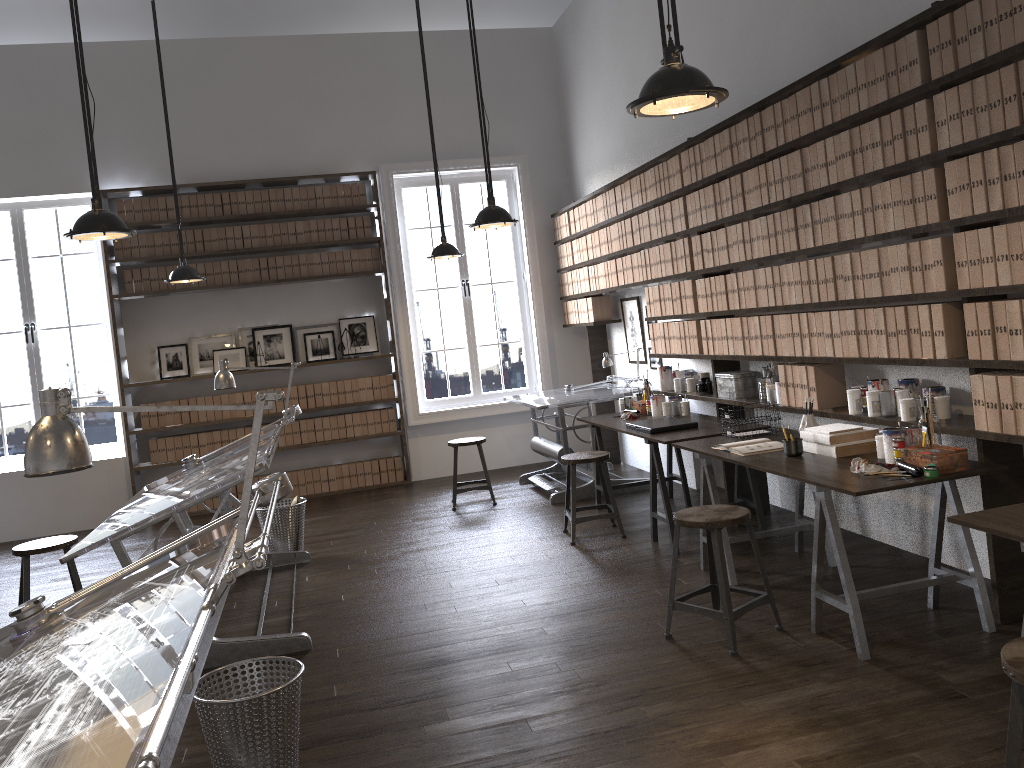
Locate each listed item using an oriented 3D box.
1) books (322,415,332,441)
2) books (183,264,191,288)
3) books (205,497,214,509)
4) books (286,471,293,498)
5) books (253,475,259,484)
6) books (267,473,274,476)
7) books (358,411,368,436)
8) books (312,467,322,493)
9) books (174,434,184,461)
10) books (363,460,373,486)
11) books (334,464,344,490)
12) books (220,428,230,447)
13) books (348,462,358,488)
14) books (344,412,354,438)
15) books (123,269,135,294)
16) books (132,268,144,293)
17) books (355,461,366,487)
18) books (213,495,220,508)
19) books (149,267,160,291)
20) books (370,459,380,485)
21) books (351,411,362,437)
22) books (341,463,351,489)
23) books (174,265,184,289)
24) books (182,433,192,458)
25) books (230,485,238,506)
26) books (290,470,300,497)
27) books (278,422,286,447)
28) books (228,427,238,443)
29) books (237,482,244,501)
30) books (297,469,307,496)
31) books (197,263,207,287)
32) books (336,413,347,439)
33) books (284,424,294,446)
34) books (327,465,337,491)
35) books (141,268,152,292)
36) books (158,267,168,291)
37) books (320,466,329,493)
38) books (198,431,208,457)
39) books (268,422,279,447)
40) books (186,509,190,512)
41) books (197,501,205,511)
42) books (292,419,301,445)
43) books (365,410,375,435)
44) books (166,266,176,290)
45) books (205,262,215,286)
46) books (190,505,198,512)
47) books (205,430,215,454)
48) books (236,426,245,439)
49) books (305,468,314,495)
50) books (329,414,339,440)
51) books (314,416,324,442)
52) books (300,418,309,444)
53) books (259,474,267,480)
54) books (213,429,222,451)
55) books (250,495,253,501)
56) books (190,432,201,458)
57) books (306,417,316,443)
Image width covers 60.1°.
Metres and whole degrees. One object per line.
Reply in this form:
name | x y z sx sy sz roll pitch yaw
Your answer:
books | -1.769 0.419 8.454 0.067 0.225 0.174 -7 2 -13
books | -3.000 -0.986 8.189 0.067 0.225 0.174 -7 2 -13
books | -2.807 1.036 8.213 0.067 0.225 0.174 -7 2 -13
books | -2.117 0.949 8.368 0.067 0.225 0.174 -7 2 -13
books | -2.399 0.985 8.300 0.067 0.225 0.174 -7 2 -13
books | -2.260 0.967 8.336 0.067 0.225 0.174 -7 2 -13
books | -1.435 0.377 8.532 0.067 0.225 0.174 -7 2 -13
books | -1.857 0.916 8.430 0.067 0.225 0.174 -7 2 -13
books | -3.060 0.583 8.161 0.067 0.225 0.174 -7 2 -13
books | -1.390 0.857 8.534 0.067 0.225 0.174 -7 2 -13
books | -1.658 0.890 8.476 0.067 0.225 0.174 -7 2 -13
books | -2.663 0.532 8.251 0.067 0.225 0.174 -7 2 -13
books | -1.528 0.874 8.507 0.067 0.225 0.174 -7 2 -13
books | -1.565 0.393 8.499 0.067 0.225 0.174 -7 2 -13
books | -3.481 -0.925 8.080 0.067 0.225 0.174 -7 2 -13
books | -3.408 -0.934 8.091 0.067 0.225 0.174 -7 2 -13
books | -1.459 0.865 8.523 0.067 0.225 0.174 -7 2 -13
books | -2.737 1.027 8.225 0.067 0.225 0.174 -7 2 -13
books | -3.266 -0.952 8.125 0.067 0.225 0.174 -7 2 -13
books | -1.322 0.848 8.555 0.067 0.225 0.174 -7 2 -13
books | -1.495 0.385 8.517 0.067 0.225 0.174 -7 2 -13
books | -1.592 0.882 8.486 0.067 0.225 0.174 -7 2 -13
books | -3.063 -0.978 8.169 0.067 0.225 0.174 -7 2 -13
books | -2.992 0.574 8.175 0.067 0.225 0.174 -7 2 -13
books | -2.596 1.009 8.256 0.067 0.225 0.174 -7 2 -13
books | -2.057 0.941 8.384 0.067 0.225 0.174 -7 2 -13
books | -2.178 0.471 8.360 0.067 0.225 0.174 -7 2 -13
books | -2.594 0.524 8.267 0.067 0.225 0.174 -7 2 -13
books | -2.525 1.000 8.278 0.067 0.225 0.174 -7 2 -13
books | -1.991 0.933 8.394 0.067 0.225 0.174 -7 2 -13
books | -2.868 -1.003 8.216 0.067 0.225 0.174 -7 2 -13
books | -1.634 0.402 8.487 0.067 0.225 0.174 -7 2 -13
books | -2.111 0.462 8.379 0.067 0.225 0.174 -7 2 -13
books | -1.718 0.898 8.460 0.067 0.225 0.174 -7 2 -13
books | -3.336 -0.944 8.113 0.067 0.225 0.174 -7 2 -13
books | -3.199 -0.961 8.144 0.067 0.225 0.174 -7 2 -13
books | -1.788 0.907 8.442 0.067 0.225 0.174 -7 2 -13
books | -2.853 0.557 8.205 0.067 0.225 0.174 -7 2 -13
books | -2.247 0.480 8.340 0.067 0.225 0.174 -7 2 -13
books | -3.005 1.061 8.166 0.067 0.225 0.174 -7 2 -13
books | -2.876 1.045 8.197 0.067 0.225 0.174 -7 2 -13
books | -2.043 0.454 8.393 0.067 0.225 0.174 -7 2 -13
books | -1.369 0.369 8.542 0.067 0.225 0.174 -7 2 -13
books | -3.130 -0.970 8.160 0.067 0.225 0.174 -7 2 -13
books | -2.801 -1.011 8.235 0.067 0.225 0.174 -7 2 -13
books | -2.940 1.053 8.176 0.067 0.225 0.174 -7 2 -13
books | -2.792 0.549 8.220 0.067 0.225 0.174 -7 2 -13
books | -2.524 0.515 8.279 0.067 0.225 0.174 -7 2 -13
books | -1.925 0.924 8.417 0.067 0.225 0.174 -7 2 -13
books | -1.702 0.410 8.473 0.067 0.225 0.174 -7 2 -13
books | -1.838 0.428 8.434 0.067 0.225 0.174 -7 2 -13
books | -1.970 0.445 8.408 0.067 0.225 0.174 -7 2 -13
books | -2.329 0.976 8.316 0.067 0.225 0.174 -7 2 -13
books | -2.727 0.541 8.230 0.067 0.225 0.174 -7 2 -13
books | -2.461 0.992 8.290 0.067 0.225 0.174 -7 2 -13
books | -2.923 0.566 8.187 0.067 0.225 0.174 -7 2 -13
books | -1.908 0.437 8.418 0.067 0.225 0.174 -7 2 -13
